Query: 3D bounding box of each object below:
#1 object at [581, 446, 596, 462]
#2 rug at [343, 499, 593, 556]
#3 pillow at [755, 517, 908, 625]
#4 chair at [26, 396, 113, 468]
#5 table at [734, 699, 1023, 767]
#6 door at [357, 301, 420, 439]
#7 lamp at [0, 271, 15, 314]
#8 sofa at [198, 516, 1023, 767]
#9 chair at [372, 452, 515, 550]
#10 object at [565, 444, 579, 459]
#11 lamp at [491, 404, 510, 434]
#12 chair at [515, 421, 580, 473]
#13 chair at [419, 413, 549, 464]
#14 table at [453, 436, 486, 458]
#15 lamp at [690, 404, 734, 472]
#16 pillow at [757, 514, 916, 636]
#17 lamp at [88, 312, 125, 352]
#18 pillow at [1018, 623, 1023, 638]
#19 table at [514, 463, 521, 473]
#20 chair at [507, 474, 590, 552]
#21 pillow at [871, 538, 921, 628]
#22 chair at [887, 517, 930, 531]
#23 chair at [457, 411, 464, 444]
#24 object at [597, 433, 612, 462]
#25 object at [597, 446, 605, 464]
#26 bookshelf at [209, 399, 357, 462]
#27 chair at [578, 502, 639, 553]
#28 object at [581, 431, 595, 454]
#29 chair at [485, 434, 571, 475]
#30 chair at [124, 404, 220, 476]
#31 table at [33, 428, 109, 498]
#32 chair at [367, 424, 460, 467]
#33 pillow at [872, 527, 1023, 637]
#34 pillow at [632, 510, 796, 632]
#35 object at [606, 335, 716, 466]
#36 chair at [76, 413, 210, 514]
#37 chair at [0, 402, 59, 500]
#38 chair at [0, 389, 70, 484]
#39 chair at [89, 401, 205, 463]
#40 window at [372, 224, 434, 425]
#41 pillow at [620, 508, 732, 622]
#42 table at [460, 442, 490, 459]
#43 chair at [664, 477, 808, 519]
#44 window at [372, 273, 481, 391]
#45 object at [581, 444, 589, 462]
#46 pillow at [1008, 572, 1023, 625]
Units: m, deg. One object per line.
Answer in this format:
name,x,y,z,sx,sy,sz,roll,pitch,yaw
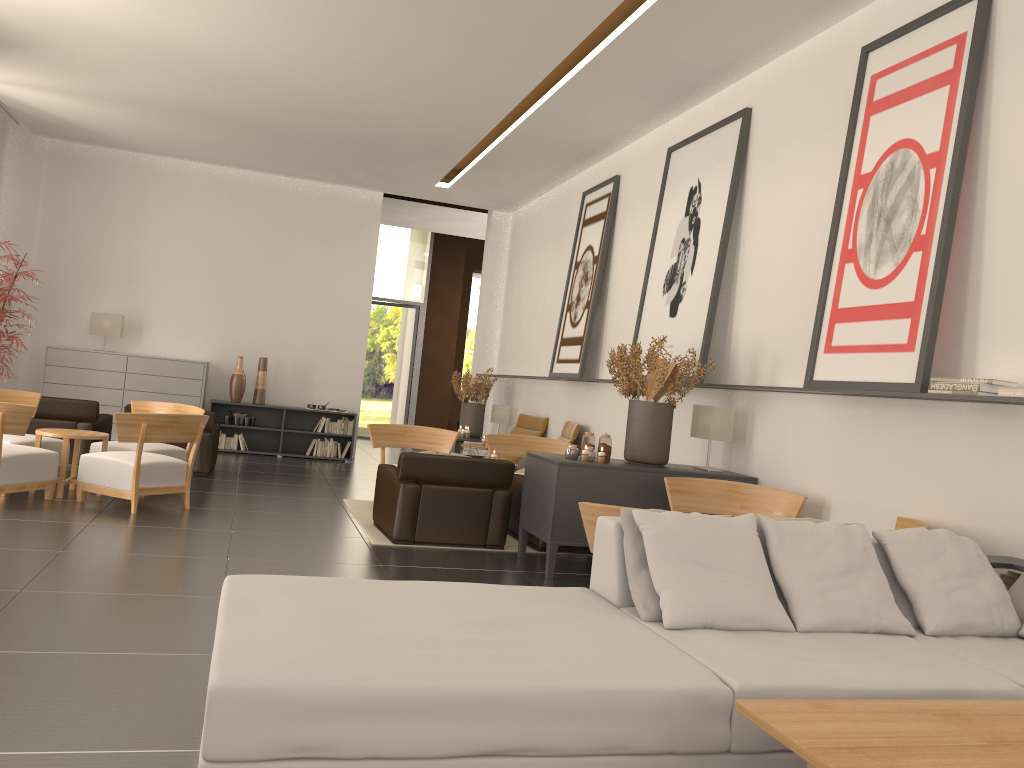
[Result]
object,0.858,0.782,9.919,0.157,0.158,0.158,7,-1,-43
rug,-0.197,2.014,12.515,3.998,0.010,3.558,6,0,-16
pillow,1.938,1.158,5.458,0.918,0.592,0.557,6,-1,-17
chair,-7.504,0.731,14.565,1.537,1.076,1.500,6,-1,-16
table,1.803,1.729,2.859,1.599,0.840,1.600,6,-1,-16
door,-4.258,-0.413,27.310,2.377,4.271,0.100,6,-2,-1
lamp,-10.016,-0.561,16.844,0.907,3.180,1.000,6,-1,-16
sofa,1.780,1.537,3.070,5.522,1.205,5.605,6,-1,-16
chair,-0.856,1.392,11.123,1.537,1.076,1.500,6,-1,-16
object,0.675,0.764,9.982,0.157,0.158,0.158,7,-1,-43
lamp,-0.277,0.841,19.301,0.257,0.756,0.514,6,-1,-16
chair,-0.137,1.300,15.446,2.420,1.487,1.299,6,-1,-6
chair,-0.657,1.260,17.227,2.419,1.487,1.300,6,-1,-26
table,-0.804,1.585,19.150,1.599,0.840,1.600,6,-1,-16
lamp,2.341,0.640,10.466,0.257,0.758,0.514,6,-1,-16
pillow,1.917,1.136,5.310,0.801,0.595,0.595,6,-1,-16
lamp,-8.570,-1.085,18.708,0.618,0.796,0.309,6,-1,-16
pillow,3.417,1.279,5.144,0.586,0.596,0.819,6,-1,-16
table,-0.331,1.542,12.669,0.797,0.904,0.797,6,-1,6
chair,0.849,1.572,11.622,1.537,1.076,1.500,6,-1,-16
pillow,2.764,1.285,5.720,0.917,0.510,0.615,6,-1,-14
chair,2.697,1.662,7.185,1.151,1.227,1.450,5,-1,29
chair,-0.959,1.521,29.253,1.499,1.076,1.538,6,-1,-16
object,1.054,0.719,10.061,0.158,0.325,0.157,5,-1,21
object,0.987,0.779,9.767,0.080,0.187,0.080,6,-1,-7
bookshelf,-5.041,1.032,19.428,3.078,1.080,0.740,6,-1,-16
chair,1.174,1.499,6.514,1.452,1.227,1.150,6,-1,9
object,0.871,0.701,10.124,0.157,0.325,0.157,6,-1,-24
chair,0.287,1.454,13.893,1.451,1.227,1.151,6,-1,-16
chair,-5.799,0.911,15.064,1.537,1.076,1.500,6,-1,-16
table,-5.796,1.030,11.618,0.870,0.803,0.869,6,-1,6
chair,-1.487,1.267,13.373,1.451,1.227,1.151,6,-1,-16
pillow,2.739,1.230,5.559,0.796,0.581,0.625,6,-1,-15
pillow,1.140,1.053,5.081,0.801,0.599,0.585,6,-1,-17
object,1.852,0.188,10.413,1.422,1.554,1.436,6,-1,-4
chair,-4.665,0.932,11.223,1.151,1.227,1.450,5,-1,29
chair,-6.188,0.769,10.553,1.452,1.227,1.150,6,-1,9
chair,-6.835,0.714,12.082,1.151,1.227,1.450,6,-1,19
chair,-5.273,0.881,12.818,1.453,1.227,1.149,6,-1,24
window,-7.631,-2.337,25.995,10.303,7.385,0.100,6,-2,-16
pillow,1.101,1.070,5.217,0.918,0.577,0.549,6,-1,-16
table,-0.596,1.556,16.224,0.796,0.904,0.798,7,-1,-39
chair,2.089,1.611,8.779,1.453,1.227,1.149,6,-1,24
window,-0.500,-3.458,21.863,99.063,20.592,48.633,6,-1,-16
object,0.811,0.761,9.795,0.076,0.187,0.076,6,-1,0
pillow,3.492,1.268,5.469,0.643,0.658,0.883,6,-1,-17
